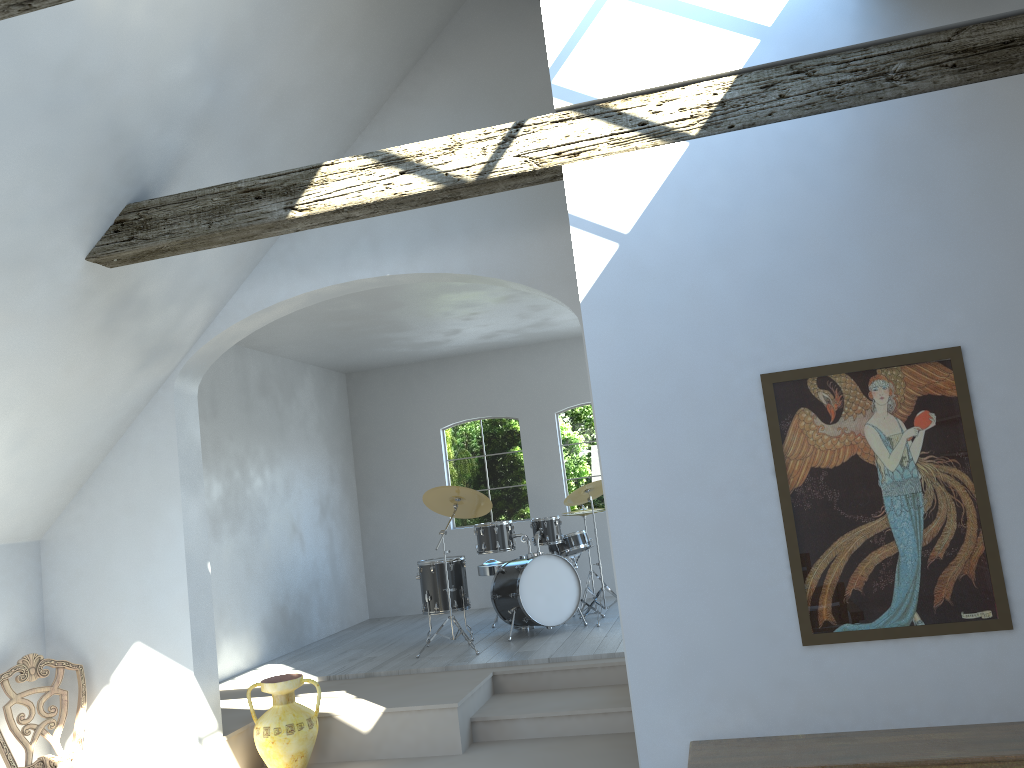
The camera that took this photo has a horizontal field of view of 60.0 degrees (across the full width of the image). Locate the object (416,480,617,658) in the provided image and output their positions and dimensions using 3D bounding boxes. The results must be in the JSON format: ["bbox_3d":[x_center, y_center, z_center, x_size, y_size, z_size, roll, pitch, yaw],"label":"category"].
[{"bbox_3d":[-0.041,1.596,8.279,2.354,1.383,1.465,-2,-9,-33],"label":"object"}]

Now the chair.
[{"bbox_3d":[-2.544,2.113,4.993,0.655,1.159,0.552,-12,-9,37],"label":"chair"}]

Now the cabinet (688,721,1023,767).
[{"bbox_3d":[1.407,1.607,3.055,1.481,0.714,0.383,-8,-7,12],"label":"cabinet"}]

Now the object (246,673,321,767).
[{"bbox_3d":[-1.436,2.178,5.636,0.402,0.605,0.396,-3,-8,-31],"label":"object"}]

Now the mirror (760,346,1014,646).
[{"bbox_3d":[1.396,0.425,3.353,0.736,1.047,0.009,-8,-7,12],"label":"mirror"}]
